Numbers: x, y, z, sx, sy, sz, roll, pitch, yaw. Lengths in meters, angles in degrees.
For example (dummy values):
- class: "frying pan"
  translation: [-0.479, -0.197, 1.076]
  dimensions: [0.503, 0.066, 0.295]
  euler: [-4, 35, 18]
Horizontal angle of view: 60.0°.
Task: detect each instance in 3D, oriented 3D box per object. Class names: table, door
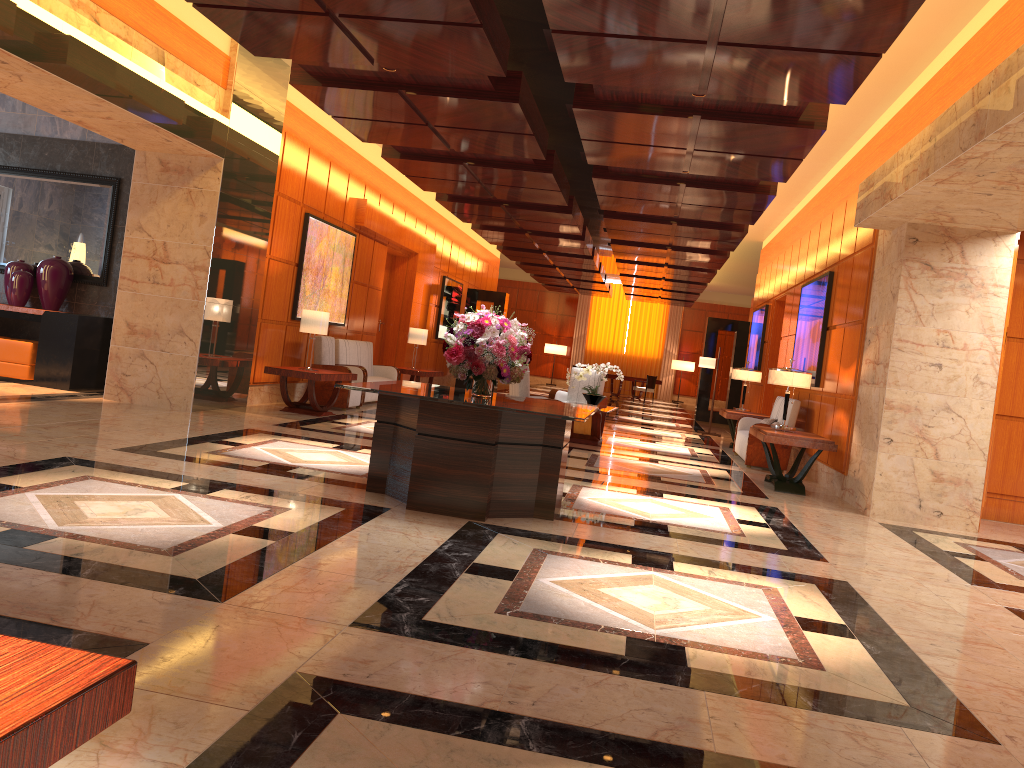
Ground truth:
- class: "table"
  translation: [2.977, 0.826, 9.571]
  dimensions: [0.726, 0.606, 1.270]
  euler: [8, 2, 9]
- class: "table"
  translation: [-0.269, 0.459, 6.290]
  dimensions: [1.601, 0.745, 1.600]
  euler: [8, 2, 8]
- class: "table"
  translation: [-1.765, 0.003, 15.989]
  dimensions: [0.725, 0.534, 1.167]
  euler: [8, 2, 11]
- class: "table"
  translation: [3.604, 0.749, 13.745]
  dimensions: [0.726, 0.606, 1.270]
  euler: [8, 2, 9]
- class: "table"
  translation: [-1.253, 0.633, 1.139]
  dimensions: [1.168, 0.534, 0.724]
  euler: [8, 1, 8]
- class: "table"
  translation: [0.974, 0.538, 11.888]
  dimensions: [0.723, 0.496, 1.559]
  euler: [8, 2, 11]
- class: "door"
  translation: [4.733, -0.203, 15.497]
  dimensions: [0.341, 2.651, 1.537]
  euler: [7, 0, 8]
- class: "table"
  translation: [3.672, 0.120, 28.369]
  dimensions: [2.103, 0.741, 0.785]
  euler: [7, 1, -20]
- class: "table"
  translation: [-2.510, 0.095, 11.035]
  dimensions: [0.725, 0.534, 1.167]
  euler: [8, 2, 11]
- class: "door"
  translation: [-2.471, -1.176, 16.579]
  dimensions: [0.341, 2.651, 1.499]
  euler: [7, 0, 8]

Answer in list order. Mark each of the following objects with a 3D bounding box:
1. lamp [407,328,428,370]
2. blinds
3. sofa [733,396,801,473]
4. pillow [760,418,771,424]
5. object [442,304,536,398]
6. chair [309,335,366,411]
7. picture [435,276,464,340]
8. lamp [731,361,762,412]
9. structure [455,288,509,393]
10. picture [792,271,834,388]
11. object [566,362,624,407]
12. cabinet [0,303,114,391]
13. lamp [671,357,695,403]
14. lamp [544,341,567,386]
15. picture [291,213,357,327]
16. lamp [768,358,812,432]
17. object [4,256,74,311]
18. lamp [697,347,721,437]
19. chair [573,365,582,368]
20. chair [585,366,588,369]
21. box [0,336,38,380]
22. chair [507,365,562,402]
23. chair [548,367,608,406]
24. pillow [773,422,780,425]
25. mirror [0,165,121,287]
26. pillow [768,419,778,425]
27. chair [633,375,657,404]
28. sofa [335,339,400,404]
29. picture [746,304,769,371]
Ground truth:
- class: "lamp"
  translation: [1.614, 0.009, 10.497]
  dimensions: [0.334, 0.734, 13.033]
  euler: [7, 2, -32]
- class: "blinds"
  translation: [4.208, -1.648, 32.848]
  dimensions: [3.855, 4.065, 0.149]
  euler: [8, 0, 9]
- class: "sofa"
  translation: [3.438, 0.617, 12.046]
  dimensions: [0.613, 0.932, 1.798]
  euler: [7, 2, 9]
- class: "pillow"
  translation: [3.549, 0.585, 12.489]
  dimensions: [0.195, 0.227, 0.344]
  euler: [8, 1, 13]
- class: "object"
  translation: [-0.177, -0.239, 6.310]
  dimensions: [0.650, 0.658, 0.680]
  euler: [7, 1, 0]
- class: "chair"
  translation: [-2.406, -0.158, 12.224]
  dimensions: [0.629, 0.961, 0.737]
  euler: [7, 1, 7]
- class: "picture"
  translation: [-1.475, -1.754, 21.076]
  dimensions: [0.056, 1.452, 1.996]
  euler: [7, 1, 8]
- class: "lamp"
  translation: [3.638, 0.029, 13.824]
  dimensions: [0.458, 0.794, 0.459]
  euler: [7, 1, -30]
- class: "structure"
  translation: [-0.746, -1.090, 22.234]
  dimensions: [0.986, 2.498, 0.500]
  euler: [7, 0, 9]
- class: "picture"
  translation: [4.023, -0.697, 11.977]
  dimensions: [0.056, 1.452, 1.996]
  euler: [7, 1, 8]
- class: "object"
  translation: [1.118, -0.009, 11.998]
  dimensions: [0.787, 0.617, 0.418]
  euler: [7, 1, -14]
- class: "cabinet"
  translation: [-5.960, -0.499, 10.548]
  dimensions: [2.192, 0.868, 0.783]
  euler: [8, 1, 9]
- class: "lamp"
  translation: [6.094, -0.150, 31.894]
  dimensions: [0.809, 1.661, 0.813]
  euler: [7, 0, -42]
- class: "lamp"
  translation: [1.540, -0.766, 32.591]
  dimensions: [0.809, 1.661, 0.813]
  euler: [7, 0, -42]
- class: "picture"
  translation: [-2.702, -1.603, 12.908]
  dimensions: [0.056, 1.452, 1.996]
  euler: [7, 1, 8]
- class: "lamp"
  translation: [3.020, 0.113, 9.716]
  dimensions: [0.459, 0.810, 0.458]
  euler: [8, 0, 18]
- class: "object"
  translation: [-5.755, -1.243, 10.659]
  dimensions: [0.862, 0.652, 0.520]
  euler: [8, 1, 8]
- class: "lamp"
  translation: [3.702, 0.123, 16.560]
  dimensions: [0.526, 1.661, 0.360]
  euler: [7, 0, -1]
- class: "chair"
  translation: [2.194, -0.136, 28.431]
  dimensions: [0.583, 0.894, 0.578]
  euler: [7, 1, -43]
- class: "chair"
  translation: [2.689, -0.116, 29.586]
  dimensions: [0.578, 0.894, 0.583]
  euler: [8, 1, 37]
- class: "box"
  translation: [-6.002, -0.334, 10.403]
  dimensions: [1.133, 0.427, 0.489]
  euler: [8, 1, 9]
- class: "chair"
  translation: [0.270, 0.254, 10.495]
  dimensions: [0.628, 0.961, 0.739]
  euler: [7, 1, -13]
- class: "chair"
  translation: [1.005, 0.238, 13.399]
  dimensions: [0.739, 0.961, 0.627]
  euler: [8, 1, 27]
- class: "pillow"
  translation: [3.411, 0.606, 11.618]
  dimensions: [0.202, 0.230, 0.273]
  euler: [8, 1, 11]
- class: "mirror"
  translation: [-5.718, -1.961, 10.913]
  dimensions: [1.768, 1.338, 0.029]
  euler: [8, 0, 9]
- class: "pillow"
  translation: [3.513, 0.588, 12.055]
  dimensions: [0.160, 0.253, 0.358]
  euler: [7, 1, 5]
- class: "chair"
  translation: [4.147, 0.153, 27.466]
  dimensions: [0.583, 0.894, 0.578]
  euler: [7, 1, -38]
- class: "sofa"
  translation: [-2.279, -0.190, 13.839]
  dimensions: [0.613, 0.932, 1.798]
  euler: [7, 2, 9]
- class: "picture"
  translation: [4.893, -0.804, 17.772]
  dimensions: [0.056, 1.452, 1.996]
  euler: [7, 1, 8]
